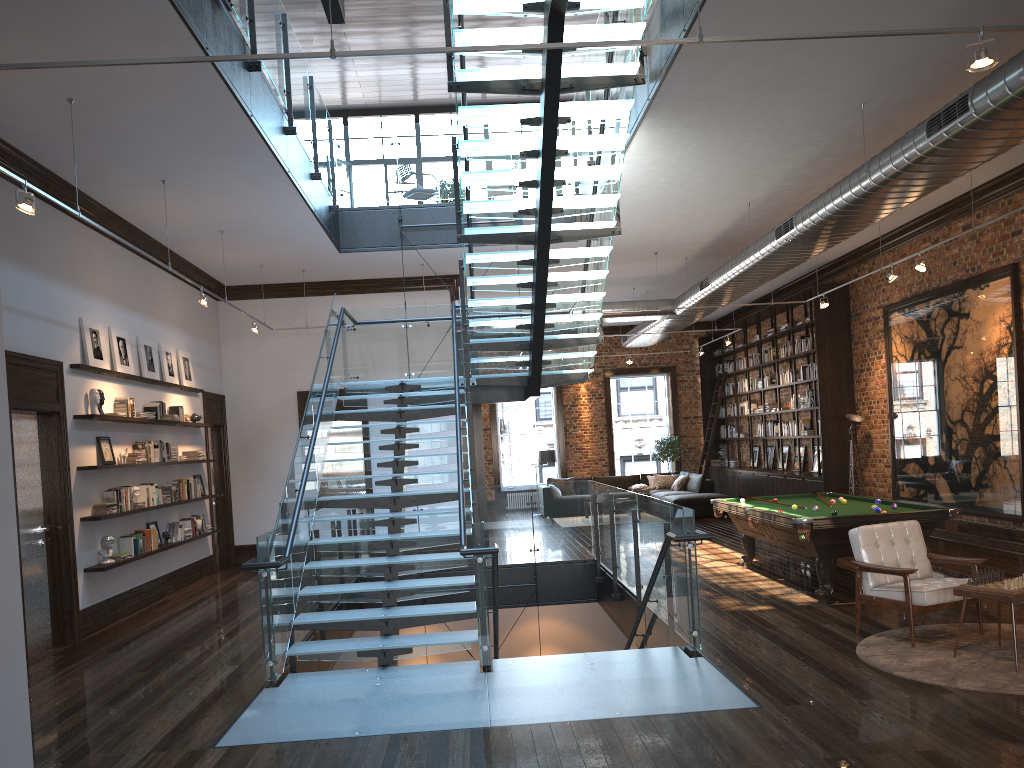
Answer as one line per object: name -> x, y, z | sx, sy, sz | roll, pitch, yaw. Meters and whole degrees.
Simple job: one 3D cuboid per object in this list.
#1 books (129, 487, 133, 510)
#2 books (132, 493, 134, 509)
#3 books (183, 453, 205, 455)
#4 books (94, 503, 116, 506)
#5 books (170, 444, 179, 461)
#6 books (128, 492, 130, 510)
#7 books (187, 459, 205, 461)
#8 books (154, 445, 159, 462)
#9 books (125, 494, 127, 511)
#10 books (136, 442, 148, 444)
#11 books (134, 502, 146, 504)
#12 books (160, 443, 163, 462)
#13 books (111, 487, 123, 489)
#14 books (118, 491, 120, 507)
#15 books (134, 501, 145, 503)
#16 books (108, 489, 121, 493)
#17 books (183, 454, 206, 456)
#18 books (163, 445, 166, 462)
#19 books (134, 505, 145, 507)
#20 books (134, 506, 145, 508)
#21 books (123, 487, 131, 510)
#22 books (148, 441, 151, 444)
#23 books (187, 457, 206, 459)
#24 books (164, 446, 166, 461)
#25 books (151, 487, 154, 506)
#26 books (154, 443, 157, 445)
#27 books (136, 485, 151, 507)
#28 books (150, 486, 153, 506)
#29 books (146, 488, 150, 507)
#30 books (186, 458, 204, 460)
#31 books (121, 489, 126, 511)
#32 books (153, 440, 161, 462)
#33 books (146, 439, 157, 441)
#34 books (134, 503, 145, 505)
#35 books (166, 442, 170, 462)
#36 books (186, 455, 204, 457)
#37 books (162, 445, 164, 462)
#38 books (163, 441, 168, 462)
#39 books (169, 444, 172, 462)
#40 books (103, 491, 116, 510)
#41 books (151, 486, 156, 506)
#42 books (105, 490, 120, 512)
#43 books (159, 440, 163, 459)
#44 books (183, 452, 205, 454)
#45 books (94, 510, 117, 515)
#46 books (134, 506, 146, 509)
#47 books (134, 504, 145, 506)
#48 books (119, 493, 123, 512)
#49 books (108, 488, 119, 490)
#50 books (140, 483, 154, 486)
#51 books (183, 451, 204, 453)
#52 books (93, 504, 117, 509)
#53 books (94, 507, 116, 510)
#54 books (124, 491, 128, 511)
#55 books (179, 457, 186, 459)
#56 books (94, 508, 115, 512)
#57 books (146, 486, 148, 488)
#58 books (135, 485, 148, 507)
books -> -4.226, 1.254, 9.696 | 0.141, 0.252, 0.012 | -3, 1, -3
books -> -4.228, 1.292, 9.754 | 0.120, 0.185, 0.034 | -3, 1, -3
books -> -4.342, 0.956, 12.107 | 0.193, 0.007, 0.346 | -3, -4, -1
books -> -4.192, 1.237, 9.130 | 0.135, 0.014, 0.216 | -3, -4, -3
books -> -4.316, 0.874, 11.271 | 0.142, 0.224, 0.012 | -3, 1, -3
books -> -4.215, 1.275, 9.603 | 0.128, 0.197, 0.031 | -3, 1, -3
books -> -4.328, 1.038, 12.105 | 0.193, 0.007, 0.346 | -3, -4, -8
books -> -4.263, 0.826, 10.479 | 0.184, 0.209, 0.064 | -3, 1, -3
books -> -4.207, 1.277, 9.516 | 0.142, 0.180, 0.013 | -3, 1, -3
books -> -4.277, 0.794, 10.263 | 0.138, 0.243, 0.005 | -3, 1, -3
books -> -4.230, 1.338, 9.942 | 0.141, 0.011, 0.287 | -3, -4, -1
books -> -4.285, 0.825, 10.637 | 0.163, 0.235, 0.025 | -3, 1, -3
books -> -4.221, 1.238, 9.501 | 0.127, 0.259, 0.015 | -3, 1, -3
books -> -4.206, 1.241, 9.328 | 0.137, 0.227, 0.021 | -3, 1, -3
books -> -4.226, 1.327, 9.942 | 0.141, 0.011, 0.288 | -3, -4, -6
books -> -4.203, 1.238, 9.392 | 0.128, 0.241, 0.012 | -3, 1, -3
books -> -4.333, 0.971, 12.108 | 0.195, 0.008, 0.308 | -4, -4, 2
books -> -4.294, 0.847, 10.772 | 0.135, 0.209, 0.066 | -3, 1, -3
books -> -4.224, 1.370, 9.943 | 0.142, 0.011, 0.257 | -3, -4, -6
books -> -4.231, 1.381, 9.943 | 0.142, 0.011, 0.254 | -3, -4, -3
books -> -4.222, 1.249, 9.631 | 0.130, 0.253, 0.027 | -3, 1, -3
books -> -4.279, 0.798, 10.352 | 0.146, 0.249, 0.006 | -3, 1, -3
books -> -4.334, 1.008, 12.104 | 0.195, 0.008, 0.308 | -3, -4, 1
books -> -4.302, 0.861, 10.839 | 0.130, 0.191, 0.024 | -3, 1, -3
books -> -4.240, 1.312, 10.299 | 0.150, 0.218, 0.028 | -3, 1, -3
books -> -4.289, 0.818, 10.544 | 0.150, 0.236, 0.026 | -3, 1, -3
books -> -4.233, 1.288, 10.195 | 0.147, 0.253, 0.012 | -3, 1, -3
books -> -4.242, 1.299, 10.254 | 0.153, 0.239, 0.010 | -3, 1, -3
books -> -4.227, 1.300, 10.129 | 0.154, 0.218, 0.030 | -3, 1, -3
books -> -4.333, 1.023, 12.104 | 0.195, 0.008, 0.309 | -3, -4, -7
books -> -4.199, 1.241, 9.455 | 0.139, 0.243, 0.015 | -3, 1, -3
books -> -4.290, 0.809, 10.597 | 0.158, 0.263, 0.026 | -3, 1, -3
books -> -4.308, 0.804, 10.616 | 0.118, 0.277, 0.014 | -3, 1, -3
books -> -4.227, 1.348, 9.943 | 0.142, 0.011, 0.256 | -3, -4, -6
books -> -4.296, 0.842, 10.902 | 0.169, 0.238, 0.021 | -3, 1, -3
books -> -4.332, 0.986, 12.105 | 0.195, 0.008, 0.309 | -3, -4, -8
books -> -4.296, 0.838, 10.720 | 0.152, 0.221, 0.014 | -3, 1, -3
books -> -4.308, 0.830, 10.866 | 0.143, 0.257, 0.049 | -3, 1, -3
books -> -4.294, 0.855, 10.958 | 0.156, 0.218, 0.013 | -3, 1, -3
books -> -4.210, 1.238, 9.281 | 0.125, 0.227, 0.047 | -3, 1, -3
books -> -4.232, 1.305, 10.319 | 0.170, 0.235, 0.012 | -3, 1, -3
books -> -4.196, 1.235, 9.312 | 0.134, 0.236, 0.013 | -3, 1, -3
books -> -4.296, 0.813, 10.683 | 0.158, 0.265, 0.011 | -3, 1, -3
books -> -4.343, 0.942, 12.107 | 0.193, 0.007, 0.346 | -3, -4, -1
books -> -4.185, 1.324, 9.127 | 0.143, 0.028, 0.235 | -3, -4, -3
books -> -4.226, 1.392, 9.943 | 0.141, 0.011, 0.287 | -3, -4, -5
books -> -4.223, 1.359, 9.943 | 0.142, 0.011, 0.257 | -3, -4, -7
books -> -4.195, 1.255, 9.367 | 0.156, 0.203, 0.013 | -3, 1, -3
books -> -4.218, 1.234, 9.402 | 0.114, 0.252, 0.011 | -3, 1, -3
books -> -4.241, 1.291, 10.330 | 0.157, 0.266, 0.011 | -3, 1, -3
books -> -4.344, 0.927, 12.107 | 0.193, 0.007, 0.346 | -3, -4, -5
books -> -4.186, 1.257, 9.112 | 0.143, 0.028, 0.219 | -4, -4, 2
books -> -4.186, 1.277, 9.126 | 0.159, 0.011, 0.184 | -3, -4, -3
books -> -4.209, 1.264, 9.540 | 0.150, 0.210, 0.035 | -3, 1, -3
books -> -4.333, 0.963, 11.500 | 0.142, 0.011, 0.256 | -3, -4, -6
books -> -4.191, 1.297, 9.132 | 0.154, 0.028, 0.191 | -3, -4, -8
books -> -4.242, 1.295, 10.178 | 0.133, 0.236, 0.022 | -3, 1, -3
books -> -4.231, 1.282, 10.097 | 0.141, 0.252, 0.012 | -3, 1, -3
